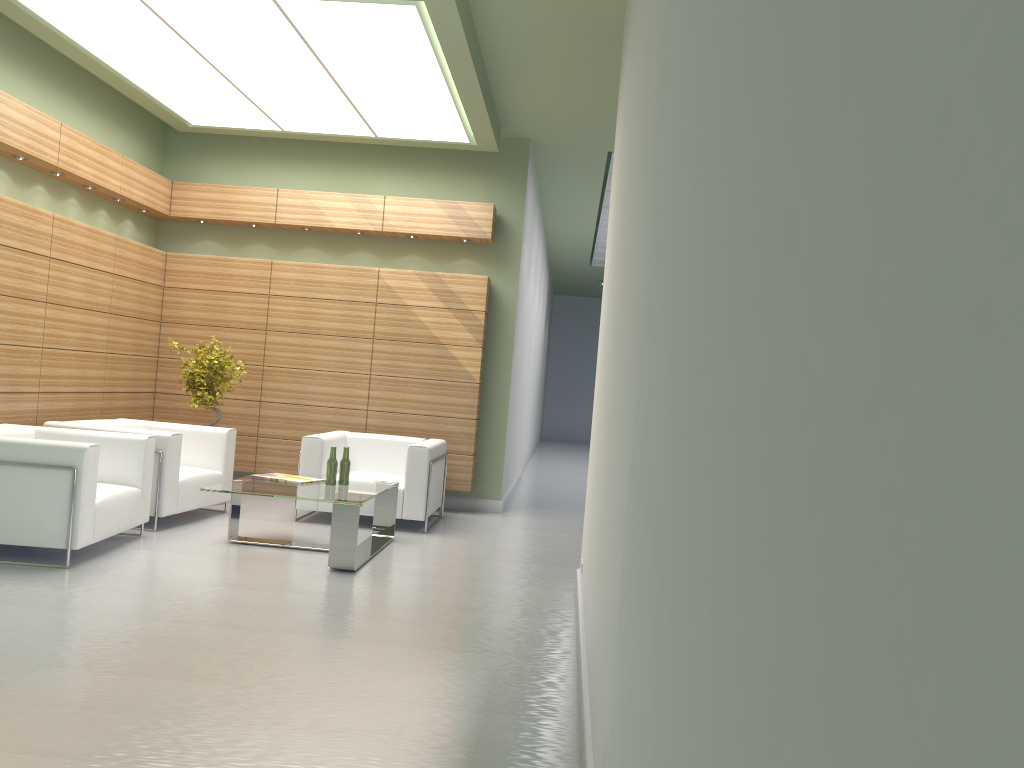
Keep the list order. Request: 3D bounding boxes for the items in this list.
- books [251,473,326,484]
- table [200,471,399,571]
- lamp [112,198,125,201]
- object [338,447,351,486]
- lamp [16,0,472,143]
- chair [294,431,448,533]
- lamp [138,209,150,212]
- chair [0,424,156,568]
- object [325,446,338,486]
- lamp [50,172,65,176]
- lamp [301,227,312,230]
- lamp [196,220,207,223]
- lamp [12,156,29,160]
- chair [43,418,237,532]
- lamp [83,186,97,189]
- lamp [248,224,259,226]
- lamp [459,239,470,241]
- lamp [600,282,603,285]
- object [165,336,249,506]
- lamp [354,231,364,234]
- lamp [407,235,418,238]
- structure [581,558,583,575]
[{"bbox_3d":[-2.787,1.176,11.055,0.762,0.025,0.508,5,0,24],"label":"books"},{"bbox_3d":[-2.475,1.586,10.680,1.783,0.742,2.197,5,0,4],"label":"table"},{"bbox_3d":[-6.025,-2.847,13.584,0.181,0.074,0.181,5,0,-24],"label":"lamp"},{"bbox_3d":[-2.053,1.009,10.909,0.131,0.475,0.131,5,0,-32],"label":"object"},{"bbox_3d":[-3.073,-4.204,11.752,4.571,0.325,5.060,5,0,4],"label":"lamp"},{"bbox_3d":[-2.037,1.411,13.226,1.894,1.234,1.802,5,0,4],"label":"chair"},{"bbox_3d":[-5.974,-2.840,14.391,0.181,0.074,0.181,5,0,-13],"label":"lamp"},{"bbox_3d":[-5.132,1.145,9.651,1.802,1.234,1.894,5,0,-1],"label":"chair"},{"bbox_3d":[-2.190,0.998,10.797,0.131,0.475,0.131,5,0,-32],"label":"object"},{"bbox_3d":[-6.128,-2.861,11.968,0.181,0.074,0.181,5,0,-13],"label":"lamp"},{"bbox_3d":[-3.447,-2.631,14.896,0.181,0.074,0.181,5,0,-36],"label":"lamp"},{"bbox_3d":[-5.245,-2.778,15.012,0.181,0.074,0.181,5,0,-2],"label":"lamp"},{"bbox_3d":[-6.179,-2.868,11.156,0.181,0.074,0.181,5,0,-24],"label":"lamp"},{"bbox_3d":[-4.968,1.167,11.970,1.769,1.234,1.894,5,0,9],"label":"chair"},{"bbox_3d":[-6.077,-2.854,12.766,0.181,0.074,0.181,5,0,-13],"label":"lamp"},{"bbox_3d":[-4.351,-2.705,14.955,0.181,0.074,0.181,5,0,-2],"label":"lamp"},{"bbox_3d":[-0.782,-2.414,14.725,0.181,0.074,0.181,5,0,-2],"label":"lamp"},{"bbox_3d":[3.598,-3.776,33.004,0.657,0.159,0.286,5,0,4],"label":"lamp"},{"bbox_3d":[-4.768,0.513,13.601,1.201,2.565,1.116,5,0,-28],"label":"object"},{"bbox_3d":[-2.560,-2.559,14.839,0.181,0.074,0.181,5,0,-2],"label":"lamp"},{"bbox_3d":[-1.662,-2.486,14.782,0.181,0.074,0.181,5,0,-36],"label":"lamp"},{"bbox_3d":[0.713,1.860,9.036,0.017,0.118,0.262,5,0,4],"label":"structure"}]
